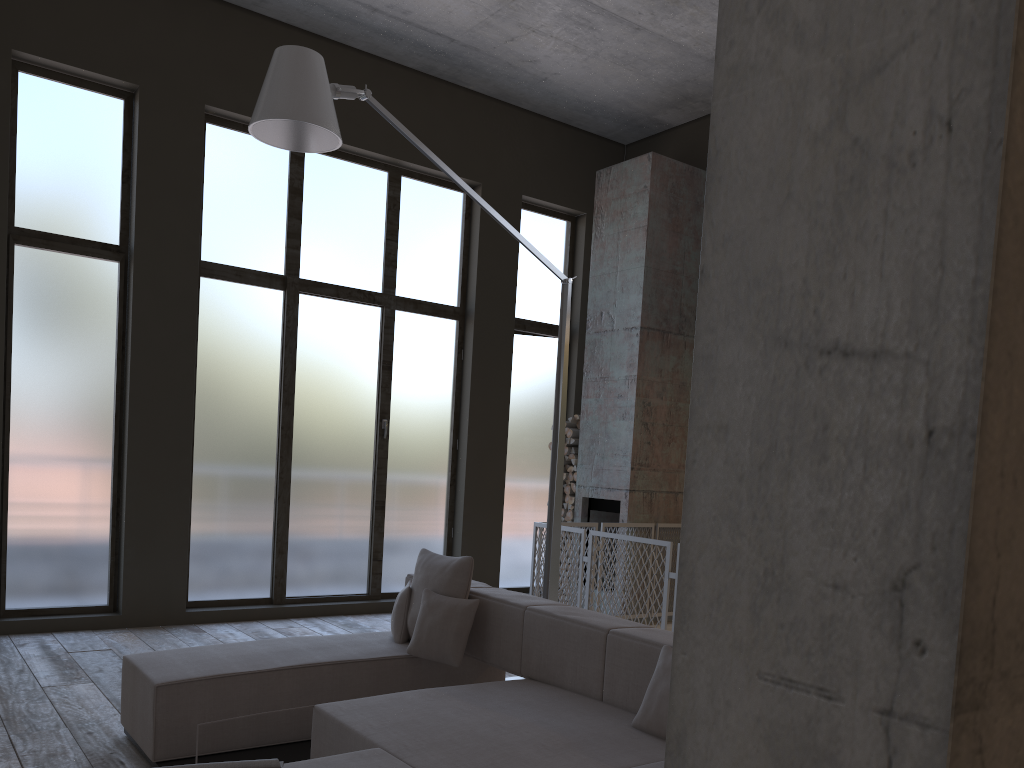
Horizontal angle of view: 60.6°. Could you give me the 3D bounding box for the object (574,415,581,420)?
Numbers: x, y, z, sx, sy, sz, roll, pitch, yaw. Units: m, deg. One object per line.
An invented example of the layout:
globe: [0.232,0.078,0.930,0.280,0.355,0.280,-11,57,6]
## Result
object: [0.813,0.368,9.348,0.334,0.056,0.087,7,-4,-37]

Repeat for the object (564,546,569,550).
object: [0.765,1.737,9.406,0.457,0.090,0.090,7,-3,-37]

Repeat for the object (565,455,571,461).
object: [0.722,0.799,9.437,0.361,0.075,0.064,7,-2,-38]

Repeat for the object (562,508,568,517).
object: [0.703,1.387,9.439,0.457,0.090,0.090,7,-3,-38]

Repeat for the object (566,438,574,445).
object: [0.756,0.621,9.357,0.424,0.067,0.067,7,-3,-37]

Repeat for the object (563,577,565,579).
object: [0.726,2.095,9.443,0.425,0.071,0.067,7,-3,-37]

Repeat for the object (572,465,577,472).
object: [0.826,0.903,9.317,0.424,0.073,0.071,7,-3,-37]

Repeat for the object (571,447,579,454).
object: [0.807,0.718,9.360,0.425,0.071,0.067,7,-3,-37]

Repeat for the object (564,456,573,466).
object: [0.635,0.832,9.459,0.295,0.107,0.098,6,-2,-35]

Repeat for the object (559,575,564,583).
object: [0.660,2.104,9.482,0.457,0.090,0.090,7,-3,-38]

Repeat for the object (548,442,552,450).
object: [0.594,0.689,9.556,0.439,0.093,0.091,7,-3,-37]

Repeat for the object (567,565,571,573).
object: [0.786,1.970,9.365,0.439,0.092,0.091,7,-3,-37]

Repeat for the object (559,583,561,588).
object: [0.640,2.176,9.519,0.361,0.075,0.064,7,-2,-38]

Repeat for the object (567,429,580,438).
object: [0.778,0.539,9.317,0.439,0.093,0.093,7,-3,-37]

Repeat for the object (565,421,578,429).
object: [0.658,0.459,9.382,0.293,0.103,0.103,7,-3,-37]

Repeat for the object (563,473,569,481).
object: [0.731,1.005,9.436,0.482,0.084,0.093,7,-3,-37]

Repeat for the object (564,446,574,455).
object: [0.742,0.727,9.400,0.457,0.090,0.090,7,-3,-38]

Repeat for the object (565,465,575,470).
object: [0.744,0.924,9.479,0.364,0.087,0.101,7,-3,-37]

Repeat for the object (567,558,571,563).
object: [0.768,1.875,9.375,0.424,0.073,0.071,7,-3,-37]

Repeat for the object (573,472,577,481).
object: [0.844,0.992,9.306,0.439,0.092,0.091,7,-3,-37]

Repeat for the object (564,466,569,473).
object: [0.676,0.940,9.527,0.439,0.094,0.092,7,-3,-37]

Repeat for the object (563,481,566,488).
object: [0.644,1.083,9.482,0.482,0.084,0.093,7,-3,-37]

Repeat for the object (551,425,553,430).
object: [0.611,0.479,9.540,0.425,0.069,0.067,7,-3,-37]

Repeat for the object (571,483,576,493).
object: [0.786,1.108,9.300,0.367,0.109,0.088,7,-2,-37]

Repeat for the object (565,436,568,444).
object: [0.714,0.611,9.418,0.482,0.083,0.093,7,-3,-37]

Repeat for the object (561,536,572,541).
object: [0.692,1.664,9.475,0.482,0.084,0.093,7,-3,-37]

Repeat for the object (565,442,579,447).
object: [0.726,0.665,9.419,0.437,0.080,0.114,7,-4,-37]

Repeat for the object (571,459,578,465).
object: [0.806,0.848,9.334,0.427,0.085,0.066,7,-2,-38]

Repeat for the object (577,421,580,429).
object: [0.834,0.449,9.369,0.295,0.108,0.099,6,-2,-35]

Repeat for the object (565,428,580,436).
object: [0.713,0.520,9.362,0.364,0.084,0.103,7,-3,-37]

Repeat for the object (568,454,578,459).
object: [0.779,0.782,9.352,0.365,0.068,0.121,7,-4,-35]

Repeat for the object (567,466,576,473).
object: [0.794,0.932,9.392,0.437,0.080,0.114,7,-4,-37]

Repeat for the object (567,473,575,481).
object: [0.796,1.003,9.379,0.457,0.090,0.090,7,-3,-37]

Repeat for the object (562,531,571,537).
object: [0.719,1.595,9.407,0.457,0.090,0.090,7,-3,-35]

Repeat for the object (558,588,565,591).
object: [0.553,2.209,9.541,0.295,0.107,0.098,6,-2,-35]

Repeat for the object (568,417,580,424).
object: [0.754,0.405,9.385,0.361,0.073,0.065,7,-3,-38]

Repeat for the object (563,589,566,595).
object: [0.724,2.225,9.416,0.427,0.085,0.066,7,-2,-38]

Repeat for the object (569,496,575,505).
object: [0.813,1.244,9.318,0.482,0.084,0.093,7,-3,-37]

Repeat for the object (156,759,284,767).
object: [-1.342,1.384,2.393,1.600,0.504,1.043,5,-4,-17]

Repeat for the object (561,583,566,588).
object: [0.697,2.158,9.434,0.365,0.068,0.121,7,-4,-35]

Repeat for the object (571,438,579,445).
object: [0.803,0.618,9.292,0.424,0.068,0.066,7,-3,-37]
